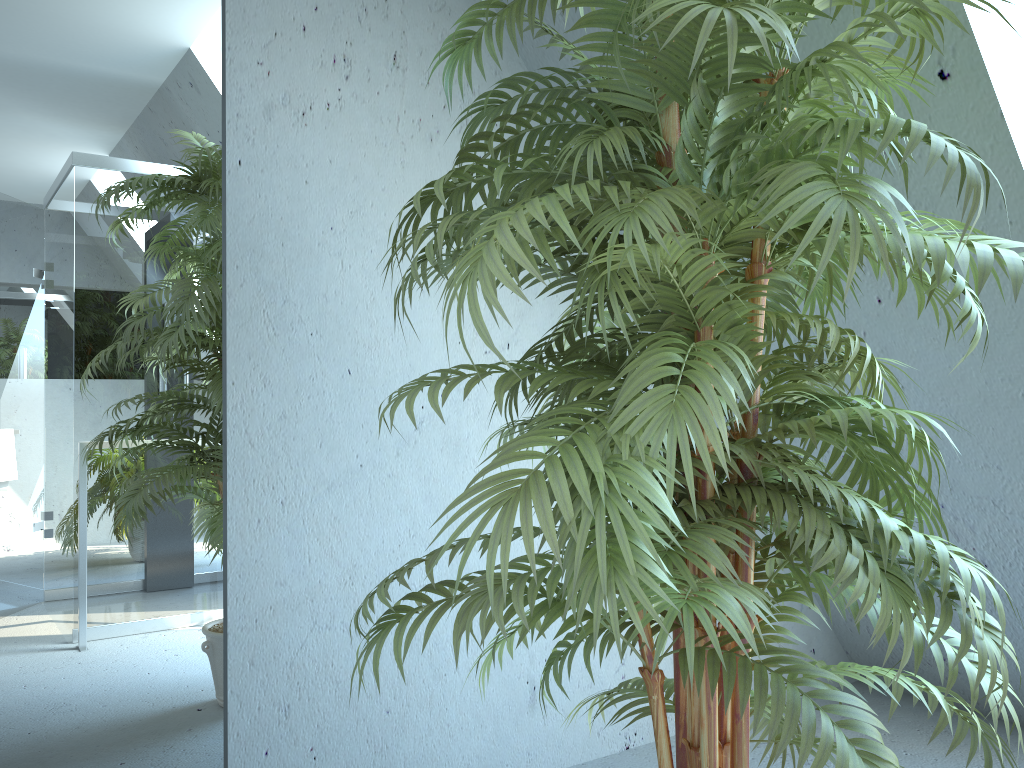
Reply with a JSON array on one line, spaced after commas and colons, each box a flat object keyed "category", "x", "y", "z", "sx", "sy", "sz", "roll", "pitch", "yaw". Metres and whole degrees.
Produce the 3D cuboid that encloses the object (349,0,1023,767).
[{"category": "object", "x": 0.278, "y": 0.003, "z": 1.294, "sx": 0.980, "sy": 2.034, "sz": 1.020, "roll": -1, "pitch": -1, "yaw": 15}]
